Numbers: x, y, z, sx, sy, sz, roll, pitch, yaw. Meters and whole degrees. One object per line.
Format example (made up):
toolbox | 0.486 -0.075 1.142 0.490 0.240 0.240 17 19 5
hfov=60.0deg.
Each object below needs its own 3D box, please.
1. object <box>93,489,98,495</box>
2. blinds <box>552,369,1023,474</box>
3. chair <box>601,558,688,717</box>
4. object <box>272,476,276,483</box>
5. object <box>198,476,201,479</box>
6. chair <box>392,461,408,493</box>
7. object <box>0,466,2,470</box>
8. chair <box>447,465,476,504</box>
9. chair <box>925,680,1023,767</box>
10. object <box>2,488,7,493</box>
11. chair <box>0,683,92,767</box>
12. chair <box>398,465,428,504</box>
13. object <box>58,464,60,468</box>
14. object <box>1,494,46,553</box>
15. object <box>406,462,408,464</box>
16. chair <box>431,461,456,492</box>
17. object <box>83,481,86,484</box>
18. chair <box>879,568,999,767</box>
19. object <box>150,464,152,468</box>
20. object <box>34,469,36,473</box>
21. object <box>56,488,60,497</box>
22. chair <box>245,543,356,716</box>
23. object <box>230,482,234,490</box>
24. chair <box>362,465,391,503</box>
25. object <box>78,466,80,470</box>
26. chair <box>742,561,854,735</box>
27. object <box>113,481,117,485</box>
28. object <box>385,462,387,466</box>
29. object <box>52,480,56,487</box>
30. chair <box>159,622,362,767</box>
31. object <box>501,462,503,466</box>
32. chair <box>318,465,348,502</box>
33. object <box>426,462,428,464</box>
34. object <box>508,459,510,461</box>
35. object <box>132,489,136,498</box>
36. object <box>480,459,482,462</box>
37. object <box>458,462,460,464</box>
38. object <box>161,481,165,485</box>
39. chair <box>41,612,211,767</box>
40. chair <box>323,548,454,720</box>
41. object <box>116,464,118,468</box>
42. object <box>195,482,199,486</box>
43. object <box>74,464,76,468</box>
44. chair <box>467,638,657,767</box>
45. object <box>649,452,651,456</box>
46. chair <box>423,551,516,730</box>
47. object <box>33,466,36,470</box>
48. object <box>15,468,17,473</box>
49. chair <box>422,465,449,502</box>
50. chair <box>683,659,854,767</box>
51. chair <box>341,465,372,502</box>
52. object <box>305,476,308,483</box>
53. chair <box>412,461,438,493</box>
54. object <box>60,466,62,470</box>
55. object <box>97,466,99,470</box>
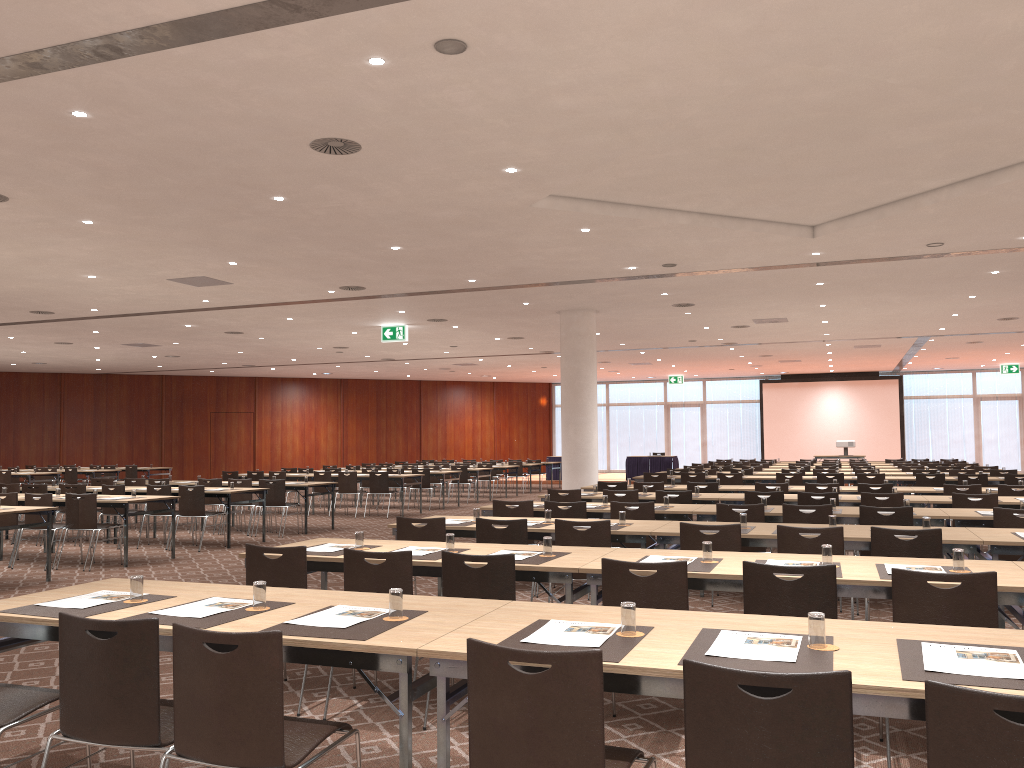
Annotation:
object | -5.559 1.455 11.829 0.054 0.114 0.054 -2 -4 31
blinds | 12.412 1.559 34.308 22.854 3.814 0.115 -2 -3 20
chair | 0.719 1.361 4.600 0.536 0.939 0.614 -2 -3 18
object | -4.181 1.679 15.580 0.054 0.114 0.054 -1 -3 9
object | -5.697 1.729 16.148 0.054 0.114 0.054 2 -4 -36
chair | -3.278 2.809 26.881 0.536 0.939 0.614 -2 -3 18
object | -14.570 2.394 25.285 0.054 0.114 0.054 0 -3 -13
chair | -1.241 2.476 21.931 0.536 0.939 0.614 -2 -3 18
chair | 1.295 1.207 2.258 0.536 0.939 0.614 -2 -3 22
object | -7.095 1.505 12.389 0.054 0.114 0.054 2 -4 -36
chair | -2.086 1.319 3.507 0.536 0.939 0.614 -2 -3 20
chair | -2.493 2.514 22.331 0.536 0.939 0.614 -2 -3 20
object | -13.883 2.505 27.151 0.054 0.114 0.054 2 -4 -36
object | -7.826 2.009 12.690 2.267 0.832 0.953 -2 -4 20
object | -2.997 2.280 25.256 0.054 0.114 0.054 0 -3 -13
chair | -2.049 2.763 26.340 0.536 0.939 0.614 -2 -3 22
object | -6.990 1.637 14.496 0.054 0.114 0.054 0 -3 -13
chair | 2.017 1.320 4.158 0.536 0.939 0.614 -2 -3 19
object | -10.541 2.395 25.917 0.054 0.114 0.054 0 -3 -13
object | -11.925 2.171 22.168 0.054 0.114 0.054 2 -4 -36
object | -6.169 1.475 12.051 0.054 0.114 0.054 -2 -4 31
chair | -1.340 1.431 5.398 0.536 0.939 0.614 -2 -3 22
object | -4.252 1.546 13.473 0.054 0.114 0.054 -1 -3 9
chair | -3.453 2.540 22.599 0.536 0.939 0.614 -2 -3 18
object | -11.839 2.303 24.266 0.054 0.114 0.054 2 -4 -36
chair | 1.405 1.343 4.429 0.536 0.939 0.614 -2 -3 21
object | -6.387 1.617 14.263 0.054 0.114 0.054 0 -3 -13
object | -3.610 2.300 25.483 0.054 0.114 0.054 0 -3 -13
object | -7.603 1.657 14.708 0.054 0.114 0.054 0 -3 -13
chair | -0.886 1.279 3.064 0.536 0.939 0.614 -2 -3 20
object | -0.260 2.189 24.248 0.054 0.114 0.054 -1 -3 9
chair | -4.675 2.590 23.200 0.536 0.939 0.614 -2 -3 22
object | -2.396 2.260 25.034 0.054 0.114 0.054 0 -3 -13
object | -0.088 2.453 28.441 0.054 0.114 0.054 -1 -3 9
object | -4.947 1.434 11.601 0.054 0.114 0.054 -2 -4 31
object | -0.999 2.483 28.781 0.054 0.114 0.054 0 -3 -13
object | -1.486 2.230 24.702 0.054 0.114 0.054 -1 -3 9
object | -5.477 1.587 13.930 0.054 0.114 0.054 -1 -3 9
chair | -1.383 1.298 3.284 0.536 0.939 0.614 -2 -3 18
chair | -0.698 1.407 5.124 0.536 0.939 0.614 -2 -3 20
object | -11.747 2.435 26.367 0.054 0.114 0.054 0 -3 -13
object | -4.874 1.567 13.710 0.054 0.114 0.054 -1 -3 9
object | -13.266 2.485 26.927 0.054 0.114 0.054 2 -4 -36
chair | 0.129 1.250 2.770 0.536 0.939 0.614 -2 -3 23
object | 4.714 2.393 30.247 0.054 0.114 0.054 -2 -4 32
chair | -0.122 1.391 4.948 0.536 0.939 0.614 -2 -3 21
object | -13.361 2.353 24.820 0.054 0.114 0.054 0 -3 -13
object | -12.533 2.192 22.400 0.054 0.114 0.054 2 -4 -36
chair | -1.933 2.490 22.038 0.536 0.939 0.614 -2 -3 17
chair | 0.735 1.228 2.502 0.536 0.939 0.614 -2 -3 19
chair | -4.015 2.564 22.893 0.536 0.939 0.614 -2 -3 22
object | -3.559 1.658 15.347 0.054 0.114 0.054 -1 -3 9
chair | -2.620 2.792 26.701 0.536 0.939 0.614 -2 -3 23
object | -12.452 2.323 24.491 0.054 0.114 0.054 2 -4 -36
object | -11.231 2.283 24.053 0.054 0.114 0.054 2 -4 -36
